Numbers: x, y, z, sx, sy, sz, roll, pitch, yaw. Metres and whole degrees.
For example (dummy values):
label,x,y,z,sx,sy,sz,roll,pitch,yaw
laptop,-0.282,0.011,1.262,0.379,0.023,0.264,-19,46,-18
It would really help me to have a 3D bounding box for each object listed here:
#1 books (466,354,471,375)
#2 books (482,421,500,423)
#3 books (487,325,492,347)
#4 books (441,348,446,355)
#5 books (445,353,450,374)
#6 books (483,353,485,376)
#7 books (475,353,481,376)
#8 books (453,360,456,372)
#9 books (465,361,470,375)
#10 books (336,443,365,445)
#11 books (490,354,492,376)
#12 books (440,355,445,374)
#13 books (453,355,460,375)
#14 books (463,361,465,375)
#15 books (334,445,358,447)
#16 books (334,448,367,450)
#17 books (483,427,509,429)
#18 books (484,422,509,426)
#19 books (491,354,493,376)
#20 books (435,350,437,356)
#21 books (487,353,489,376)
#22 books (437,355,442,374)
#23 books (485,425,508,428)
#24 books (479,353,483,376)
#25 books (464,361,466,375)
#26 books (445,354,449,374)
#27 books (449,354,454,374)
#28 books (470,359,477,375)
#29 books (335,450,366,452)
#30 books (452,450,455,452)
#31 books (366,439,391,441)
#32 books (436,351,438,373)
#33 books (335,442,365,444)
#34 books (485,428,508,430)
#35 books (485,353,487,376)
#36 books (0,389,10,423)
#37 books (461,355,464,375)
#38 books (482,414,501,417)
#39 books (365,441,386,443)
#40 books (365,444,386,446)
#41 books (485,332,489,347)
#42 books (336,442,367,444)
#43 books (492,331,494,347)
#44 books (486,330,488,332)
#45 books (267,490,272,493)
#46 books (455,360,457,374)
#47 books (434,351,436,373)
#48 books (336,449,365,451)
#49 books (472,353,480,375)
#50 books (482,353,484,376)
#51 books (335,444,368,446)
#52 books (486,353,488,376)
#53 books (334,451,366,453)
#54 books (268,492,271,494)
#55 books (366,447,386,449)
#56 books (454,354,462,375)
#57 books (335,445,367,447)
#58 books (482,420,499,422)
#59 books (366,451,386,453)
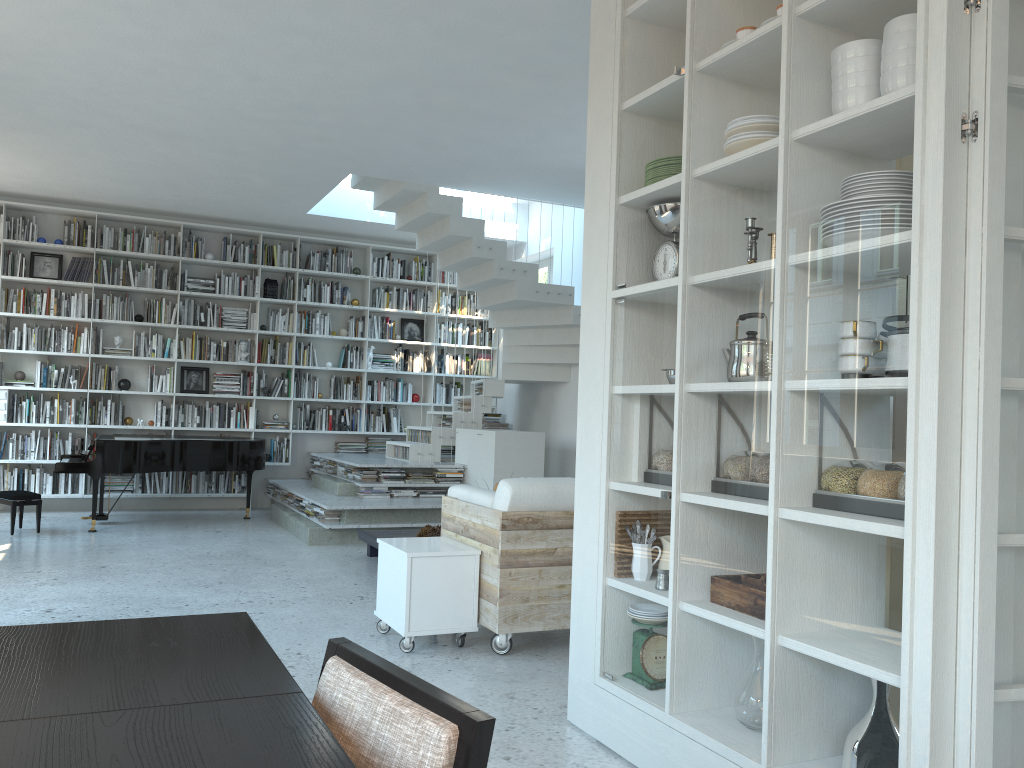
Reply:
label,x,y,z,sx,sy,sz,roll,pitch,yaw
books,-0.568,-0.241,11.184,0.026,0.277,0.170,3,-2,-25
books,-0.265,0.463,10.836,0.192,0.008,0.160,3,-2,-25
books,-0.300,-0.604,11.301,0.042,0.292,0.186,3,-2,-25
books,-0.863,-0.279,11.051,0.012,0.322,0.141,3,-2,-25
books,-0.822,-0.249,11.061,0.022,0.265,0.157,3,-2,-25
books,-0.386,-0.241,11.259,0.018,0.293,0.169,3,-2,-25
books,-0.441,-0.243,11.233,0.033,0.294,0.169,3,-2,-25
books,-0.747,-0.207,11.083,0.023,0.189,0.169,3,-2,-25
books,-0.581,-0.195,11.148,0.024,0.181,0.191,3,-2,-25
books,-1.919,0.712,10.550,0.308,0.008,0.195,3,-2,-23
books,-0.299,-0.236,11.287,0.018,0.293,0.169,3,-2,-25
books,-0.872,-0.241,11.026,0.022,0.243,0.170,3,-2,-25
books,-0.701,-0.234,11.110,0.022,0.247,0.181,3,-2,-25
books,-0.631,-0.230,11.166,0.025,0.248,0.134,3,-2,-25
books,-1.919,0.742,10.547,0.346,0.007,0.193,3,-2,-28
books,-1.923,0.772,10.548,0.346,0.007,0.193,3,-2,-27
books,-0.192,0.524,10.661,0.278,0.012,0.177,3,-2,-21
books,-0.187,0.481,10.657,0.267,0.026,0.161,3,-2,-20
books,-0.287,-0.235,11.305,0.018,0.293,0.169,3,-2,-25
books,-0.971,-0.270,11.000,0.010,0.293,0.164,3,-2,-25
books,-0.334,-0.238,11.277,0.018,0.293,0.169,3,-2,-25
books,-0.924,-0.239,11.032,0.066,0.236,0.144,3,-2,-25
books,-0.186,0.506,10.651,0.234,0.025,0.157,3,-2,-29
books,-0.413,-0.243,11.231,0.018,0.293,0.169,3,-2,-25
books,-0.615,-0.208,11.176,0.014,0.207,0.138,3,-2,-25
books,-0.839,-0.240,11.041,0.026,0.245,0.180,3,-2,-25
books,-0.781,-0.245,11.067,0.056,0.261,0.176,3,-2,-25
books,-0.512,-0.205,11.198,0.088,0.217,0.167,3,-2,-25
books,-1.922,0.794,10.539,0.346,0.007,0.193,3,-2,-20
books,-0.566,0.848,11.176,0.368,0.007,0.206,3,-2,-19
books,-1.613,0.674,10.686,0.254,0.006,0.161,3,-2,-30
books,-0.958,-0.262,11.017,0.010,0.279,0.147,3,-2,-25
books,-1.919,0.705,10.550,0.346,0.007,0.193,3,-2,-27
books,-0.182,0.539,10.639,0.250,0.007,0.131,3,-2,-21
books,-0.368,-0.240,11.262,0.018,0.293,0.169,3,-2,-25
books,-5.165,0.221,8.988,0.106,0.340,0.307,3,-2,-25
books,-0.646,-0.233,11.155,0.012,0.254,0.161,3,-2,-25
books,-0.268,0.389,10.849,0.232,0.025,0.123,3,-2,-28
books,-1.620,0.701,10.692,0.285,0.005,0.159,3,-2,-26
books,-1.619,0.736,10.692,0.285,0.007,0.159,3,-2,-24
books,-0.350,-0.558,11.273,0.029,0.195,0.192,3,-2,-25
books,-1.918,0.697,10.551,0.346,0.007,0.193,3,-2,-23
books,-0.274,-0.566,11.315,0.021,0.219,0.184,3,-2,-25
books,-0.340,-0.574,11.316,0.024,0.230,0.131,3,-2,-25
books,-2.674,1.215,10.057,0.179,0.012,0.261,3,-2,-22
books,-0.732,-0.203,11.113,0.030,0.184,0.137,3,-2,-25
books,-0.981,-0.263,10.979,0.025,0.277,0.160,3,-2,-25
books,-1.923,0.787,10.542,0.308,0.008,0.195,3,-2,-21
books,-0.475,-0.243,11.217,0.072,0.291,0.169,3,-2,-25
books,-0.402,-0.241,11.251,0.018,0.293,0.169,3,-2,-25
books,-1.916,0.727,10.542,0.346,0.007,0.193,3,-2,-30
books,-0.353,-0.239,11.274,0.018,0.293,0.169,3,-2,-25
books,-1.924,0.809,10.541,0.346,0.007,0.193,3,-2,-21
books,-2.666,1.238,10.061,0.171,0.016,0.241,3,-2,-25
books,-1.617,0.770,10.685,0.254,0.007,0.161,3,-2,-29
books,-0.682,-0.238,11.130,0.029,0.259,0.171,3,-2,-25
books,-1.920,0.734,10.550,0.346,0.007,0.193,3,-2,-23
books,-0.270,0.454,10.847,0.182,0.011,0.131,3,-2,-27
books,-1.620,0.819,10.684,0.254,0.007,0.161,3,-2,-21
